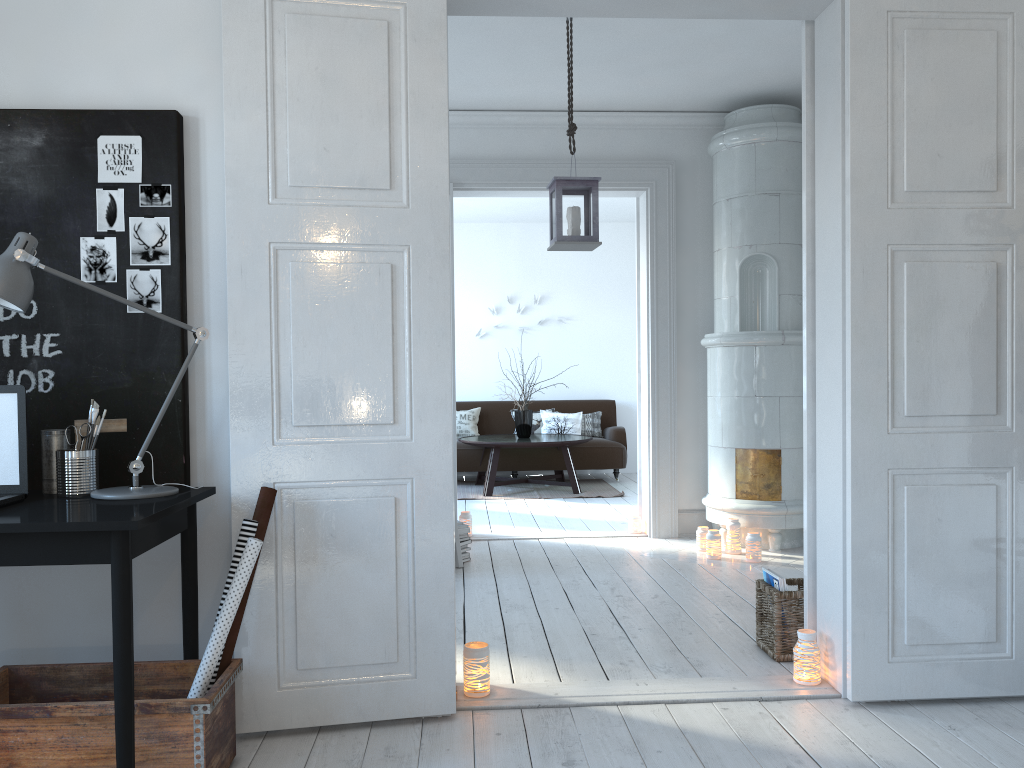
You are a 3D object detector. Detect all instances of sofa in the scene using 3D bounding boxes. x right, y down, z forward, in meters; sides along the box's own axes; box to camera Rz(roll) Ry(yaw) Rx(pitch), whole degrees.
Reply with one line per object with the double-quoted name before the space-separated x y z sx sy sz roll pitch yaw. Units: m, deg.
"sofa" 0.091 0.596 9.386 2.165 0.825 0.968 -1 1 -3

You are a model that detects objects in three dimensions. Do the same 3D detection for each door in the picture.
"door" 0.434 -0.200 2.984 2.598 2.506 0.577 -1 1 -3
"door" 0.254 -0.214 5.993 2.598 2.506 0.577 -1 1 -3

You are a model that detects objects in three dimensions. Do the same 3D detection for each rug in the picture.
"rug" 0.136 0.996 8.633 1.710 0.055 1.456 -1 0 -3

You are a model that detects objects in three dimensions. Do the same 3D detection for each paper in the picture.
"paper" -0.812 0.736 2.396 0.283 0.627 0.041 -1 1 -25
"paper" -0.817 0.718 2.454 0.043 0.669 0.266 1 2 42
"paper" -0.794 0.675 2.525 0.048 0.747 0.297 1 2 42

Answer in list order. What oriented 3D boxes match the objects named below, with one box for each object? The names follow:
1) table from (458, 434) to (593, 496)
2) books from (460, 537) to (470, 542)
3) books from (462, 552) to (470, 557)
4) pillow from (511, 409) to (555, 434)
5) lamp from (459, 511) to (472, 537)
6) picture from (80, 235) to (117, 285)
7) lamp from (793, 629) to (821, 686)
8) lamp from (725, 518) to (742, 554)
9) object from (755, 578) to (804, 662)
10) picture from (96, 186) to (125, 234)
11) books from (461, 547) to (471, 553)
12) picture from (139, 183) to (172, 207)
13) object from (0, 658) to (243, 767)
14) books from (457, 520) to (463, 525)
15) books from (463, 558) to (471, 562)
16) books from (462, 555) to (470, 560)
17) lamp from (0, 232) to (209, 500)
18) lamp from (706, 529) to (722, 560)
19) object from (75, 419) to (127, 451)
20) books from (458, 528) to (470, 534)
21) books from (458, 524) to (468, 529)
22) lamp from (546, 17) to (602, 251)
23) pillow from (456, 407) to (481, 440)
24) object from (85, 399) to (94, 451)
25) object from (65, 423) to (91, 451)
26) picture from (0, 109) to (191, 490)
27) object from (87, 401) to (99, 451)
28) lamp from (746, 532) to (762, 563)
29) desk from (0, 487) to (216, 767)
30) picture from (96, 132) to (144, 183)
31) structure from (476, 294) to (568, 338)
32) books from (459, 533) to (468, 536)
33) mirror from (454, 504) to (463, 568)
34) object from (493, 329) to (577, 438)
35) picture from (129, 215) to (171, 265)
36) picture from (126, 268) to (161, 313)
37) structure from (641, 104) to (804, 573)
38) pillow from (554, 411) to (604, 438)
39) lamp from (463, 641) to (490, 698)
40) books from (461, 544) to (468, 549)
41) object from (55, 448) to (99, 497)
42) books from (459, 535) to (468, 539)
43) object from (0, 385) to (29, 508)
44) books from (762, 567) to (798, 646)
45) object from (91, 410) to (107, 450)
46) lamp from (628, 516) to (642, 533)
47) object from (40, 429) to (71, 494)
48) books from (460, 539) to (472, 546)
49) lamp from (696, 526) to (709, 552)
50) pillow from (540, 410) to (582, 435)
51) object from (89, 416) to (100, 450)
"table" 0.134 0.772 8.602 1.300 0.503 1.299 -1 0 -13
"books" -0.356 0.911 5.243 0.178 0.016 0.128 0 0 40
"books" -0.359 1.003 5.241 0.180 0.016 0.128 0 0 42
"pillow" 0.225 0.438 9.459 0.473 0.348 0.158 -1 1 -5
"lamp" -0.313 0.949 6.009 0.089 0.166 0.089 -1 1 -4
"picture" -1.262 -0.379 2.708 0.107 0.150 0.001 -1 1 -3
"lamp" 1.021 0.945 3.069 0.093 0.180 0.093 -1 1 -20
"lamp" 1.340 0.921 5.368 0.098 0.210 0.098 -1 1 1
"object" 1.113 0.908 3.439 0.270 0.265 0.223 -1 1 -3
"picture" -1.226 -0.531 2.708 0.083 0.146 0.002 -1 1 -3
"books" -0.358 0.975 5.239 0.187 0.017 0.132 0 0 34
"picture" -1.092 -0.579 2.715 0.095 0.071 0.001 -1 1 -3
"object" -1.090 0.930 2.353 0.664 0.282 0.339 -1 1 -3
"books" -0.368 0.819 5.246 0.111 0.014 0.156 -1 0 -24
"books" -0.354 1.037 5.246 0.178 0.016 0.128 0 0 35
"books" -0.359 1.020 5.244 0.177 0.016 0.128 0 0 38
"lamp" -1.146 -0.042 2.450 0.616 0.716 0.230 -1 1 -33
"lamp" 1.190 0.945 5.227 0.089 0.166 0.089 -1 1 -2
"object" -1.191 0.207 2.573 0.138 0.209 0.034 -1 1 -23
"books" -0.352 0.856 5.232 0.128 0.026 0.200 -1 0 -32
"books" -0.359 0.835 5.234 0.132 0.017 0.187 -1 0 -30
"lamp" 0.291 -1.544 4.291 0.228 1.763 0.228 -1 1 -7
"pillow" -0.583 0.436 9.450 0.519 0.367 0.239 -1 1 -4
"object" -1.214 0.177 2.532 0.008 0.267 0.060 0 1 13
"object" -1.245 0.211 2.527 0.081 0.198 0.050 0 1 22
"picture" -1.494 -0.250 2.728 0.953 1.172 0.064 -1 1 -3
"object" -1.209 0.180 2.533 0.012 0.264 0.062 0 2 39
"lamp" 1.397 0.943 5.125 0.089 0.166 0.089 -1 1 -4
"desk" -1.449 0.698 2.327 1.159 0.759 0.651 -1 1 -3
"picture" -1.195 -0.692 2.705 0.147 0.154 0.004 -1 1 -3
"structure" 0.107 -0.750 9.820 1.025 0.478 0.085 -1 1 -3
"books" -0.360 0.877 5.238 0.128 0.016 0.180 -1 0 -32
"mirror" -0.629 0.303 5.026 0.610 1.489 0.417 -2 2 -39
"object" 0.236 -0.010 8.527 0.845 1.066 0.525 -1 1 -33
"picture" -1.109 -0.441 2.716 0.121 0.153 0.002 -1 1 -3
"picture" -1.128 -0.287 2.718 0.103 0.136 0.001 -1 1 -3
"structure" 1.465 -0.305 5.519 0.800 2.829 1.247 0 2 42
"pillow" 0.715 0.435 9.524 0.542 0.288 0.183 -1 1 -3
"lamp" -0.119 0.963 2.989 0.089 0.166 0.089 -1 1 -11
"books" -0.367 0.955 5.242 0.167 0.022 0.128 0 0 31
"object" -1.233 0.251 2.518 0.108 0.128 0.108 0 1 12
"books" -0.360 0.894 5.241 0.128 0.016 0.176 -1 0 -37
"object" -1.521 0.163 2.224 0.445 0.315 0.325 -1 1 -3
"books" 1.100 0.876 3.438 0.201 0.300 0.179 -1 1 -3
"object" -1.194 0.193 2.519 0.084 0.240 0.009 -1 1 -26
"lamp" 0.841 0.964 6.068 0.093 0.110 0.093 0 1 14
"object" -1.328 0.227 2.584 0.079 0.188 0.079 -1 1 -24
"books" -0.354 0.931 5.235 0.193 0.022 0.128 0 0 29
"lamp" 1.177 0.954 5.458 0.084 0.146 0.084 -1 1 1
"pillow" 0.521 0.426 9.400 0.471 0.309 0.188 -1 1 -3
"object" -1.206 0.202 2.524 0.009 0.222 0.082 0 1 26
